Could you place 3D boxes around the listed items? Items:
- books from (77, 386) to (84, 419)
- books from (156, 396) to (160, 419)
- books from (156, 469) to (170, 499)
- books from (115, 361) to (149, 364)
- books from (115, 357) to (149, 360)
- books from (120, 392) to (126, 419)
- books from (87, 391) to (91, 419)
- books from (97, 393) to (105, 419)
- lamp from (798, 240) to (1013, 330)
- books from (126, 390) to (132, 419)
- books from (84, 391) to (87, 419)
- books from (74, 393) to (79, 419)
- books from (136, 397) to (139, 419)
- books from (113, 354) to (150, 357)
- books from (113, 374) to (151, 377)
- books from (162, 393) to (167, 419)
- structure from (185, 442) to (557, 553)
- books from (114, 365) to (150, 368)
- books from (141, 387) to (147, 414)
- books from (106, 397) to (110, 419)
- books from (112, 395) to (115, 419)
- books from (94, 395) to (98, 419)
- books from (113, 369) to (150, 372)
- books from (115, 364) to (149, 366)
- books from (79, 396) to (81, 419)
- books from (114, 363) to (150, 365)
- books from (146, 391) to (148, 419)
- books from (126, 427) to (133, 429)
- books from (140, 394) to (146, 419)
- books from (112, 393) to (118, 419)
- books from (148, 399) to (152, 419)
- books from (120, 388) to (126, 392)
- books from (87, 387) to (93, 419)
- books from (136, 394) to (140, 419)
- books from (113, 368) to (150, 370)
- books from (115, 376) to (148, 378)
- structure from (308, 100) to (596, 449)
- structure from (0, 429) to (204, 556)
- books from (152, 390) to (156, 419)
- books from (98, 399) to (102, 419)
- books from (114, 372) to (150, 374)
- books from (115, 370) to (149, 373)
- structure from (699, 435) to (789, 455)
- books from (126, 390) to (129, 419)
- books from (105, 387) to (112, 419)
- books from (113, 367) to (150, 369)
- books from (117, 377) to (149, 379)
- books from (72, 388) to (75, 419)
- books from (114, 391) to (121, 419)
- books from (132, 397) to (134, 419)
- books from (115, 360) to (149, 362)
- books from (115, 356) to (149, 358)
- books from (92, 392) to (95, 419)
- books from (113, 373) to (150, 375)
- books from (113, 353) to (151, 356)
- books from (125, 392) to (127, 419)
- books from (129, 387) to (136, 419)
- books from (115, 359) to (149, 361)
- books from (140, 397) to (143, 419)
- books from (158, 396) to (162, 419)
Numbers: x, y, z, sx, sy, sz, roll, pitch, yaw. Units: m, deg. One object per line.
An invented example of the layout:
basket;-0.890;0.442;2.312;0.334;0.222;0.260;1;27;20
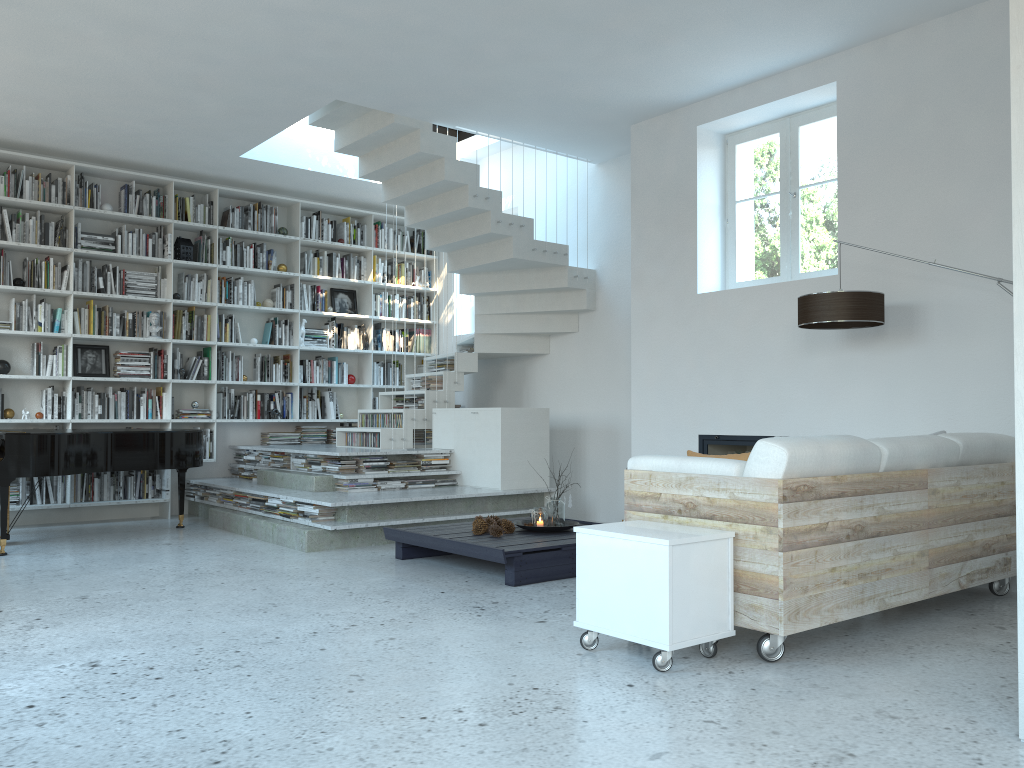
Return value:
books;-3.820;0.167;7.844;0.027;0.290;0.140;1;-2;-39
books;-3.304;0.221;8.218;0.042;0.212;0.169;1;-2;-39
books;-3.225;0.916;8.193;0.038;0.269;0.277;1;-2;-39
books;-3.476;-0.193;8.109;0.254;0.012;0.161;2;-3;-36
books;-3.477;-0.230;8.110;0.254;0.012;0.161;2;-3;-42
books;-3.542;0.198;8.032;0.026;0.245;0.191;1;-2;-39
books;-3.765;0.191;7.857;0.027;0.245;0.179;1;-2;-39
books;-3.674;0.197;7.925;0.029;0.238;0.166;1;-2;-39
lamp;2.329;0.131;4.772;1.559;1.965;0.470;-1;-2;37
books;-3.493;0.190;8.071;0.028;0.264;0.161;1;-2;-39
books;-3.796;0.189;7.855;0.024;0.247;0.132;1;-2;-39
books;-3.841;0.194;7.789;0.027;0.234;0.167;1;-2;-39
books;-3.449;0.220;8.109;0.024;0.207;0.183;1;-2;-39
books;-3.478;-0.254;8.112;0.285;0.012;0.159;2;-3;-37
books;-3.474;-0.074;8.102;0.285;0.012;0.159;2;-3;-44
books;-3.255;0.206;8.253;0.033;0.246;0.176;1;-2;-39
structure;-1.179;0.914;8.106;2.899;0.659;3.113;2;-3;-39
books;-3.474;-0.157;8.104;0.285;0.012;0.159;2;-3;-34
books;-3.393;0.179;8.168;0.014;0.293;0.137;1;-2;-39
books;-3.642;0.219;7.947;0.023;0.196;0.165;1;-2;-39
books;-3.617;0.209;7.996;0.025;0.220;0.140;1;-2;-39
books;-3.715;0.206;7.888;0.023;0.217;0.174;1;-2;-39
books;-3.481;-0.121;8.113;0.285;0.012;0.159;2;-3;-39
books;-3.474;-0.169;8.105;0.254;0.012;0.161;2;-3;-44
books;-3.829;0.207;7.814;0.024;0.208;0.170;1;-2;-39
books;-3.473;-0.181;8.105;0.285;0.012;0.159;2;-3;-34
books;-3.387;0.198;8.182;0.014;0.256;0.145;1;-2;-39
books;-3.459;0.541;8.013;0.013;0.303;0.181;1;-2;-39
books;-3.400;0.208;8.146;0.023;0.234;0.175;1;-2;-39
books;-3.591;0.201;8.007;0.031;0.237;0.159;1;-2;-39
books;-3.357;0.234;8.174;0.023;0.183;0.169;1;-2;-39
books;-3.541;0.178;8.063;0.014;0.286;0.134;1;-2;-39
books;-3.748;0.173;7.867;0.013;0.282;0.166;1;-2;-39
books;-3.441;0.207;8.129;0.014;0.235;0.154;1;-2;-39
books;-3.480;-0.133;8.111;0.285;0.012;0.159;2;-3;-38
books;-3.478;-0.061;8.107;0.254;0.012;0.161;2;-3;-37
structure;-0.831;-0.787;7.938;2.614;3.381;1.954;1;-2;-39
structure;-3.283;0.768;6.807;1.918;0.832;1.335;2;-3;-39
books;-3.338;0.191;8.206;0.026;0.272;0.175;1;-2;-39
books;-3.692;0.223;7.901;0.029;0.183;0.174;1;-2;-39
books;-3.474;-0.098;8.102;0.285;0.012;0.159;2;-3;-34
books;-3.474;-0.110;8.103;0.254;0.012;0.161;2;-3;-44
structure;1.977;0.647;6.164;0.735;0.584;1.211;2;-3;-42
books;-3.513;0.191;8.064;0.010;0.261;0.181;1;-2;-39
books;-3.631;0.172;7.974;0.026;0.291;0.152;1;-2;-39
books;-3.478;-0.145;8.109;0.285;0.012;0.159;2;-3;-37
books;-3.476;-0.049;8.103;0.254;0.012;0.161;2;-3;-43
books;-3.863;0.173;7.785;0.011;0.275;0.146;1;-2;-39
books;-3.579;0.193;8.037;0.025;0.254;0.136;1;-2;-39
books;-3.484;0.221;8.097;0.021;0.202;0.128;1;-2;-39
books;-3.477;-0.205;8.109;0.254;0.012;0.161;2;-3;-42
books;-3.475;-0.242;8.108;0.254;0.012;0.161;2;-3;-43
books;-3.746;0.192;7.892;0.021;0.244;0.141;1;-2;-39
books;-3.480;-0.085;8.110;0.285;0.012;0.159;2;-3;-40
books;-3.473;-0.266;8.107;0.285;0.012;0.159;2;-3;-44
books;-3.528;0.196;8.066;0.011;0.251;0.158;1;-2;-39
books;-3.464;0.175;8.100;0.012;0.296;0.177;1;-2;-39
books;-3.475;-0.217;8.108;0.254;0.012;0.161;2;-3;-43
books;-3.419;0.222;8.131;0.023;0.204;0.167;1;-2;-39
books;-3.284;0.220;8.236;0.011;0.216;0.166;1;-2;-39
